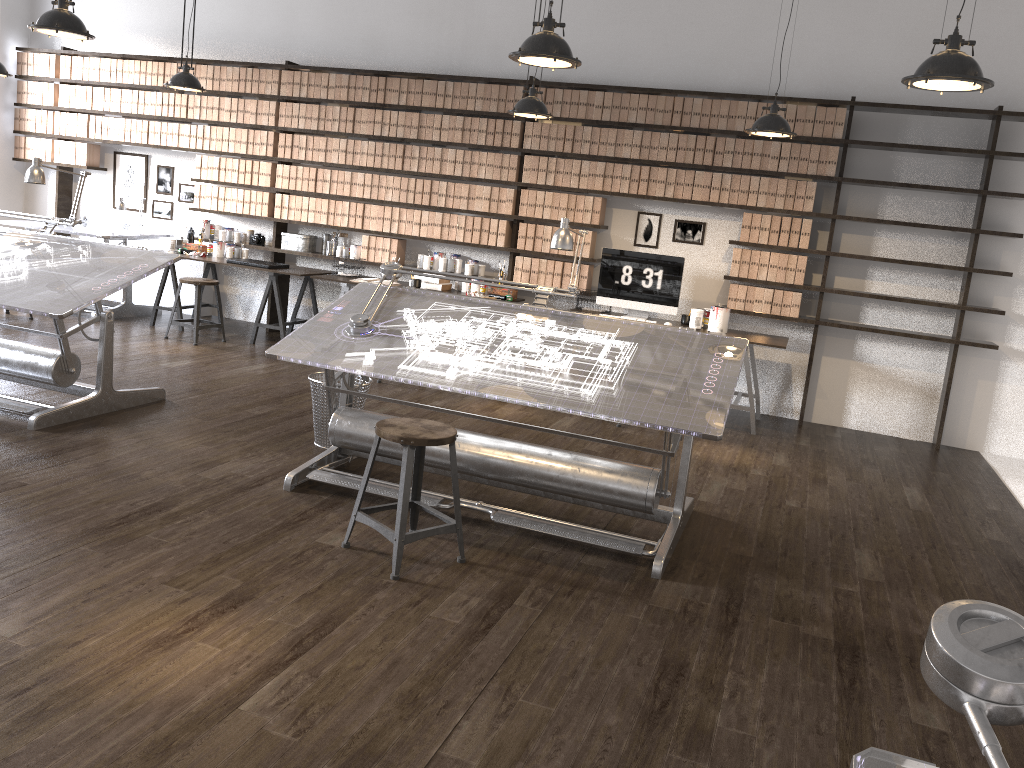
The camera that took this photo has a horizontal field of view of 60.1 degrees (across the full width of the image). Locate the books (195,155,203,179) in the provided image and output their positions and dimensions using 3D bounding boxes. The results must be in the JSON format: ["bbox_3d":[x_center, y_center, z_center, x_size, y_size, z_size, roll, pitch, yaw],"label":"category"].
[{"bbox_3d":[-2.921,-2.050,8.401,0.067,0.224,0.175,9,10,18],"label":"books"}]

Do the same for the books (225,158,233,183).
[{"bbox_3d":[-2.599,-1.994,8.301,0.067,0.224,0.175,9,10,18],"label":"books"}]

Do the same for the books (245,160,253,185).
[{"bbox_3d":[-2.397,-1.957,8.229,0.067,0.224,0.175,9,10,18],"label":"books"}]

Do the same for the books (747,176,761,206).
[{"bbox_3d":[1.860,-1.475,6.799,0.067,0.224,0.175,9,10,18],"label":"books"}]

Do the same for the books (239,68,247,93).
[{"bbox_3d":[-2.428,-2.781,8.150,0.067,0.224,0.175,9,10,18],"label":"books"}]

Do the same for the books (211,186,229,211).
[{"bbox_3d":[-2.754,-1.751,8.375,0.067,0.224,0.175,9,10,18],"label":"books"}]

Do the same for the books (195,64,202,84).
[{"bbox_3d":[-2.886,-2.864,8.306,0.067,0.224,0.175,9,10,18],"label":"books"}]

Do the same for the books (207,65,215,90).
[{"bbox_3d":[-2.760,-2.841,8.261,0.067,0.224,0.175,9,10,18],"label":"books"}]

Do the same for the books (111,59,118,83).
[{"bbox_3d":[-3.807,-3.027,8.606,0.067,0.224,0.175,9,10,18],"label":"books"}]

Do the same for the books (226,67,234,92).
[{"bbox_3d":[-2.563,-2.806,8.198,0.067,0.224,0.175,9,10,18],"label":"books"}]

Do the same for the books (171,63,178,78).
[{"bbox_3d":[-3.146,-2.910,8.389,0.067,0.224,0.175,9,10,18],"label":"books"}]

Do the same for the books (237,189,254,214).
[{"bbox_3d":[-2.490,-1.704,8.287,0.067,0.224,0.175,9,10,18],"label":"books"}]

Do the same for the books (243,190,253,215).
[{"bbox_3d":[-2.422,-1.692,8.264,0.067,0.224,0.175,9,10,18],"label":"books"}]

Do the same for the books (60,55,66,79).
[{"bbox_3d":[-4.398,-3.133,8.806,0.067,0.224,0.175,9,10,18],"label":"books"}]

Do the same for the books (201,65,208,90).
[{"bbox_3d":[-2.828,-2.853,8.285,0.067,0.224,0.175,9,10,18],"label":"books"}]

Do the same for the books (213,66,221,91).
[{"bbox_3d":[-2.693,-2.830,8.243,0.067,0.224,0.175,9,10,18],"label":"books"}]

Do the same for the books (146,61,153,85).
[{"bbox_3d":[-3.414,-2.958,8.479,0.067,0.224,0.175,9,10,18],"label":"books"}]

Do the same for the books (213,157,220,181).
[{"bbox_3d":[-2.731,-2.016,8.338,0.067,0.224,0.175,9,10,18],"label":"books"}]

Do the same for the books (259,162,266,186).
[{"bbox_3d":[-2.256,-1.933,8.186,0.067,0.224,0.175,9,10,18],"label":"books"}]

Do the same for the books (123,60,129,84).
[{"bbox_3d":[-3.674,-3.005,8.568,0.067,0.224,0.175,9,10,18],"label":"books"}]

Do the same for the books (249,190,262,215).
[{"bbox_3d":[-2.361,-1.682,8.249,0.067,0.224,0.175,9,10,18],"label":"books"}]

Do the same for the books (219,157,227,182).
[{"bbox_3d":[-2.666,-2.006,8.323,0.067,0.224,0.175,9,10,18],"label":"books"}]

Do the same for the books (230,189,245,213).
[{"bbox_3d":[-2.557,-1.716,8.312,0.067,0.224,0.175,9,10,18],"label":"books"}]

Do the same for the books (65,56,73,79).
[{"bbox_3d":[-4.331,-3.120,8.778,0.067,0.224,0.175,9,10,18],"label":"books"}]

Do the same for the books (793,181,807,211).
[{"bbox_3d":[2.181,-1.418,6.698,0.067,0.224,0.175,9,10,18],"label":"books"}]

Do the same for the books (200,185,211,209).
[{"bbox_3d":[-2.880,-1.774,8.421,0.067,0.224,0.175,9,10,18],"label":"books"}]

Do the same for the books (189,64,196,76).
[{"bbox_3d":[-2.950,-2.874,8.323,0.067,0.224,0.175,9,10,18],"label":"books"}]

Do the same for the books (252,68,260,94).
[{"bbox_3d":[-2.296,-2.759,8.113,0.067,0.224,0.175,9,10,18],"label":"books"}]

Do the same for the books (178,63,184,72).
[{"bbox_3d":[-3.078,-2.898,8.371,0.067,0.224,0.175,9,10,18],"label":"books"}]

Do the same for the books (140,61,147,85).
[{"bbox_3d":[-3.475,-2.968,8.495,0.067,0.224,0.175,9,10,18],"label":"books"}]

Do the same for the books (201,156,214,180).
[{"bbox_3d":[-2.852,-2.039,8.381,0.067,0.224,0.175,9,10,18],"label":"books"}]

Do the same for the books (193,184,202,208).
[{"bbox_3d":[-2.944,-1.785,8.437,0.067,0.224,0.175,9,10,18],"label":"books"}]

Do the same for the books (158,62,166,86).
[{"bbox_3d":[-3.284,-2.934,8.433,0.067,0.224,0.175,9,10,18],"label":"books"}]

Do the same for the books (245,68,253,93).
[{"bbox_3d":[-2.367,-2.771,8.135,0.067,0.224,0.175,9,10,18],"label":"books"}]

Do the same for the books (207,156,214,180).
[{"bbox_3d":[-2.793,-2.028,8.363,0.067,0.224,0.175,9,10,18],"label":"books"}]

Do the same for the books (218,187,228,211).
[{"bbox_3d":[-2.687,-1.740,8.357,0.067,0.224,0.175,9,10,18],"label":"books"}]

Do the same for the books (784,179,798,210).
[{"bbox_3d":[2.115,-1.430,6.720,0.067,0.224,0.175,9,10,18],"label":"books"}]

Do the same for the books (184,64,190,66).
[{"bbox_3d":[-3.012,-2.887,8.349,0.067,0.224,0.175,9,10,18],"label":"books"}]

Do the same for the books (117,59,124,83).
[{"bbox_3d":[-3.740,-3.016,8.588,0.067,0.224,0.175,9,10,18],"label":"books"}]

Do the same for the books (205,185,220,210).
[{"bbox_3d":[-2.822,-1.764,8.400,0.067,0.224,0.175,9,10,18],"label":"books"}]

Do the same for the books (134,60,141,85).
[{"bbox_3d":[-3.543,-2.980,8.517,0.067,0.224,0.175,9,10,18],"label":"books"}]

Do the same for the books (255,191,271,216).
[{"bbox_3d":[-2.299,-1.671,8.231,0.067,0.224,0.175,9,10,18],"label":"books"}]

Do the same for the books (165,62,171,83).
[{"bbox_3d":[-3.211,-2.922,8.415,0.067,0.224,0.175,9,10,18],"label":"books"}]

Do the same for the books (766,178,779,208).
[{"bbox_3d":[1.988,-1.453,6.760,0.067,0.224,0.175,9,10,18],"label":"books"}]

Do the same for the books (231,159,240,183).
[{"bbox_3d":[-2.534,-1.982,8.275,0.067,0.224,0.175,9,10,18],"label":"books"}]

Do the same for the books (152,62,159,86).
[{"bbox_3d":[-3.351,-2.947,8.461,0.067,0.224,0.175,9,10,18],"label":"books"}]

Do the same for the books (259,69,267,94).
[{"bbox_3d":[-2.230,-2.748,8.093,0.067,0.224,0.175,9,10,18],"label":"books"}]

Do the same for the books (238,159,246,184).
[{"bbox_3d":[-2.466,-1.971,8.257,0.067,0.224,0.175,9,10,18],"label":"books"}]

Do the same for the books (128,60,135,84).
[{"bbox_3d":[-3.609,-2.992,8.543,0.067,0.224,0.175,9,10,18],"label":"books"}]

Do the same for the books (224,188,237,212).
[{"bbox_3d":[-2.621,-1.729,8.338,0.067,0.224,0.175,9,10,18],"label":"books"}]

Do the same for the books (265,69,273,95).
[{"bbox_3d":[-2.166,-2.735,8.068,0.067,0.224,0.175,9,10,18],"label":"books"}]

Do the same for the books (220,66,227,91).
[{"bbox_3d":[-2.627,-2.818,8.223,0.067,0.224,0.175,9,10,18],"label":"books"}]

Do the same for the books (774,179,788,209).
[{"bbox_3d":[2.049,-1.441,6.735,0.067,0.224,0.175,9,10,18],"label":"books"}]

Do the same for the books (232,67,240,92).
[{"bbox_3d":[-2.496,-2.793,8.173,0.067,0.224,0.175,9,10,18],"label":"books"}]

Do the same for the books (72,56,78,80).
[{"bbox_3d":[-4.258,-3.108,8.760,0.067,0.224,0.175,9,10,18],"label":"books"}]
